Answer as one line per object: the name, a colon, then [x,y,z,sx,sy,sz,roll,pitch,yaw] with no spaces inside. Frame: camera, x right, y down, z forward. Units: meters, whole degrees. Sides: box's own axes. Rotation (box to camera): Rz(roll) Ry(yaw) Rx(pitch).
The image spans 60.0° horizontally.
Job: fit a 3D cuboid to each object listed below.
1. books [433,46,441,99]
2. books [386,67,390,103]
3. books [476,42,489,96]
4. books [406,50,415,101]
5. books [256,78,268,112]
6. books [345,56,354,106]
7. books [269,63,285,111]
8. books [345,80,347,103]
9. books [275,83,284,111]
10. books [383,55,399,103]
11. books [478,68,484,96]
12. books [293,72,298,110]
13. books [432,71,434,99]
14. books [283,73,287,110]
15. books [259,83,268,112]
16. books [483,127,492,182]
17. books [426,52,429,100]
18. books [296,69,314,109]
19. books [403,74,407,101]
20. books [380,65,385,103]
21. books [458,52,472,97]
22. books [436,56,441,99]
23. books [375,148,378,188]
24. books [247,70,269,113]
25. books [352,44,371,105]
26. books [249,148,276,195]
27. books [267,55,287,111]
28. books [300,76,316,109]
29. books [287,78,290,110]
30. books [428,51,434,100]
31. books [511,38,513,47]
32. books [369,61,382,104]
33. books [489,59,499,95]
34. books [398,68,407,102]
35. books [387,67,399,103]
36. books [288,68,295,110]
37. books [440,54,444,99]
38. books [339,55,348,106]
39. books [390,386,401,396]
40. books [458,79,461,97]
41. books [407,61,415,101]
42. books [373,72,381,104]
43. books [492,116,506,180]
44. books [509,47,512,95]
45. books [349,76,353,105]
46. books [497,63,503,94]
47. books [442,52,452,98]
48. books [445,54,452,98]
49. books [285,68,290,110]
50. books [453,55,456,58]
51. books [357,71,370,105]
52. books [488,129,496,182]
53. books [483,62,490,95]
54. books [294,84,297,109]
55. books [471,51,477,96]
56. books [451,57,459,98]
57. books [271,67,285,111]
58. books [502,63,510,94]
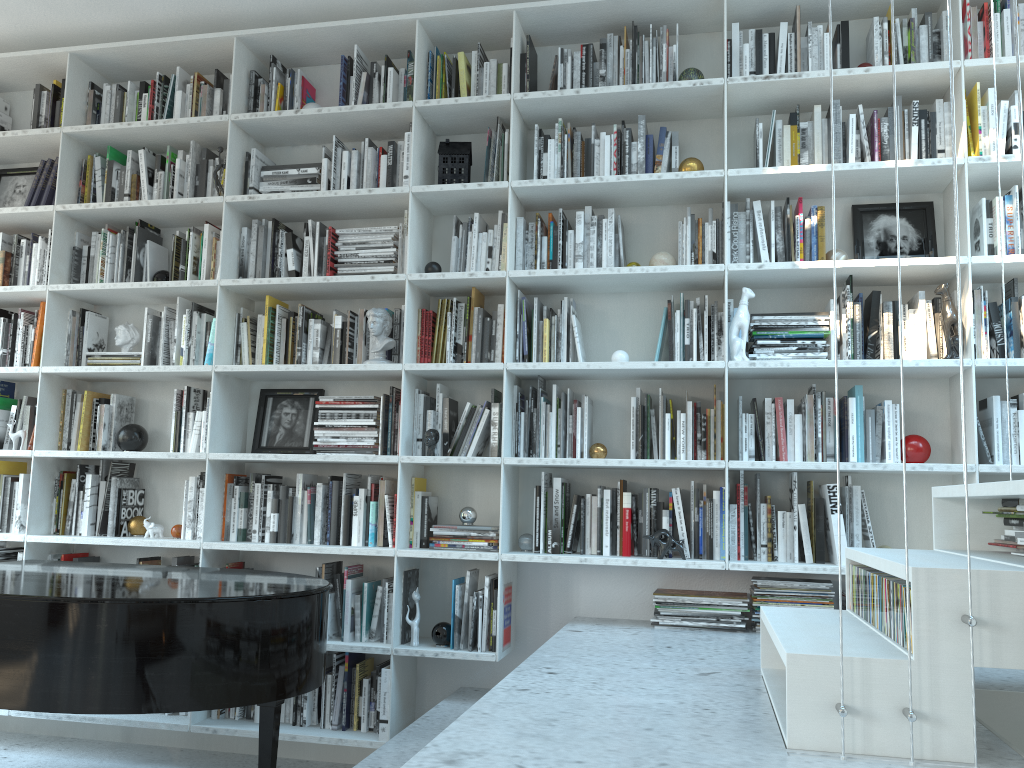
books: [-0.314,-1.294,3.881,0.007,0.297,0.181,0,-7,12]
books: [-0.518,-1.254,3.917,0.012,0.216,0.179,0,-7,12]
books: [-0.128,-1.295,3.835,0.010,0.297,0.167,0,-7,12]
books: [-0.440,-1.298,3.921,0.012,0.308,0.138,0,-7,12]
books: [-1.122,-1.255,4.065,0.023,0.227,0.157,0,-7,12]
books: [-0.707,-1.292,3.970,0.011,0.295,0.157,0,-7,12]
books: [-1.067,-1.290,4.053,0.010,0.296,0.153,0,-7,12]
books: [-0.716,-1.276,3.979,0.011,0.266,0.129,0,-7,12]
books: [-1.031,-1.241,4.037,0.023,0.195,0.172,0,-7,12]
books: [-0.530,-1.282,3.913,0.010,0.270,0.180,0,-7,12]
books: [-0.114,-1.238,3.822,0.022,0.179,0.173,0,-7,12]
books: [-0.958,-1.266,4.037,0.013,0.249,0.148,0,-7,12]
books: [-0.322,-1.246,3.895,0.016,0.204,0.143,0,-7,12]
books: [-1.005,-1.266,4.041,0.014,0.248,0.139,0,-7,12]
books: [-1.101,-1.241,4.046,0.026,0.194,0.166,0,-7,12]
books: [-0.089,-0.922,3.765,0.021,0.272,0.190,0,-7,12]
books: [-0.344,-1.286,3.901,0.012,0.284,0.159,0,-7,12]
books: [-0.940,-1.271,4.017,0.011,0.255,0.143,0,-7,12]
books: [-0.452,-1.245,3.924,0.014,0.204,0.135,0,-7,12]
books: [-0.544,-1.263,3.929,0.023,0.236,0.154,0,-7,12]
books: [-0.189,-1.274,3.843,0.054,0.254,0.191,0,-7,12]
books: [-0.296,-1.268,3.855,0.007,0.239,0.191,0,-7,12]
books: [-0.568,-0.898,3.904,0.011,0.238,0.139,0,-7,12]
books: [-1.149,-1.270,4.054,0.026,0.252,0.185,0,-7,12]
books: [-0.669,-1.311,3.953,0.010,0.331,0.186,0,-7,12]
books: [-1.124,-0.905,3.994,0.021,0.248,0.192,0,-7,12]
books: [-1.077,-1.311,4.063,0.014,0.340,0.145,0,-7,12]
books: [-0.929,-1.259,4.033,0.004,0.235,0.138,0,-7,12]
books: [-0.981,-1.253,4.023,0.016,0.219,0.144,0,-7,12]
books: [-0.338,-1.285,3.881,0.008,0.278,0.170,0,-7,12]
books: [0.011,-1.309,3.832,0.012,0.329,0.128,0,-7,12]
books: [-0.598,-1.277,3.957,0.028,0.269,0.140,0,-7,12]
books: [-0.064,-1.255,3.811,0.031,0.213,0.170,0,-7,12]
books: [-0.471,-1.259,3.936,0.026,0.233,0.137,0,-7,12]
books: [-0.504,-1.249,3.896,0.023,0.202,0.193,0,-7,12]
books: [-0.970,-1.271,4.021,0.005,0.255,0.168,0,-7,12]
books: [-0.287,-1.276,3.869,0.006,0.259,0.166,0,-7,12]
books: [-0.731,-1.291,3.967,0.014,0.292,0.176,0,-7,12]
books: [-0.497,0.166,3.768,0.011,0.298,0.130,0,-7,12]
books: [-0.212,-1.275,3.881,0.007,0.264,0.133,0,-7,12]
books: [-0.423,-1.267,3.905,0.028,0.243,0.161,0,-7,12]
books: [-0.573,-1.247,3.928,0.033,0.202,0.166,0,-7,12]
books: [-0.058,-0.952,3.791,0.025,0.339,0.143,0,-7,12]
books: [0.023,-1.275,3.792,0.029,0.252,0.186,0,-7,12]
books: [-0.685,-1.247,3.972,0.031,0.208,0.147,0,-7,12]
books: [-0.033,-1.247,3.824,0.025,0.203,0.162,0,-7,12]
books: [-0.278,-1.284,3.880,0.007,0.279,0.150,0,-7,12]
books: [-0.260,-1.276,3.865,0.034,0.260,0.157,0,-7,12]
books: [-0.993,-1.275,4.033,0.013,0.264,0.147,0,-7,12]
books: [-0.238,-1.276,3.869,0.008,0.261,0.142,0,-7,12]
books: [-0.640,-1.250,3.945,0.050,0.210,0.173,0,-7,12]
books: [-0.070,-0.920,3.774,0.022,0.271,0.181,0,-7,12]
books: [-0.091,-1.248,3.820,0.024,0.201,0.180,0,-7,12]
books: [-0.950,-1.236,4.022,0.010,0.186,0.152,0,-7,12]
books: [-0.144,-1.282,3.855,0.030,0.274,0.151,0,-7,12]
books: [-0.231,-1.264,3.847,0.015,0.233,0.171,0,-7,12]
books: [-1.049,-1.277,4.032,0.011,0.264,0.163,0,-7,12]
books: [-0.012,-1.244,3.811,0.022,0.194,0.182,0,-7,12]
